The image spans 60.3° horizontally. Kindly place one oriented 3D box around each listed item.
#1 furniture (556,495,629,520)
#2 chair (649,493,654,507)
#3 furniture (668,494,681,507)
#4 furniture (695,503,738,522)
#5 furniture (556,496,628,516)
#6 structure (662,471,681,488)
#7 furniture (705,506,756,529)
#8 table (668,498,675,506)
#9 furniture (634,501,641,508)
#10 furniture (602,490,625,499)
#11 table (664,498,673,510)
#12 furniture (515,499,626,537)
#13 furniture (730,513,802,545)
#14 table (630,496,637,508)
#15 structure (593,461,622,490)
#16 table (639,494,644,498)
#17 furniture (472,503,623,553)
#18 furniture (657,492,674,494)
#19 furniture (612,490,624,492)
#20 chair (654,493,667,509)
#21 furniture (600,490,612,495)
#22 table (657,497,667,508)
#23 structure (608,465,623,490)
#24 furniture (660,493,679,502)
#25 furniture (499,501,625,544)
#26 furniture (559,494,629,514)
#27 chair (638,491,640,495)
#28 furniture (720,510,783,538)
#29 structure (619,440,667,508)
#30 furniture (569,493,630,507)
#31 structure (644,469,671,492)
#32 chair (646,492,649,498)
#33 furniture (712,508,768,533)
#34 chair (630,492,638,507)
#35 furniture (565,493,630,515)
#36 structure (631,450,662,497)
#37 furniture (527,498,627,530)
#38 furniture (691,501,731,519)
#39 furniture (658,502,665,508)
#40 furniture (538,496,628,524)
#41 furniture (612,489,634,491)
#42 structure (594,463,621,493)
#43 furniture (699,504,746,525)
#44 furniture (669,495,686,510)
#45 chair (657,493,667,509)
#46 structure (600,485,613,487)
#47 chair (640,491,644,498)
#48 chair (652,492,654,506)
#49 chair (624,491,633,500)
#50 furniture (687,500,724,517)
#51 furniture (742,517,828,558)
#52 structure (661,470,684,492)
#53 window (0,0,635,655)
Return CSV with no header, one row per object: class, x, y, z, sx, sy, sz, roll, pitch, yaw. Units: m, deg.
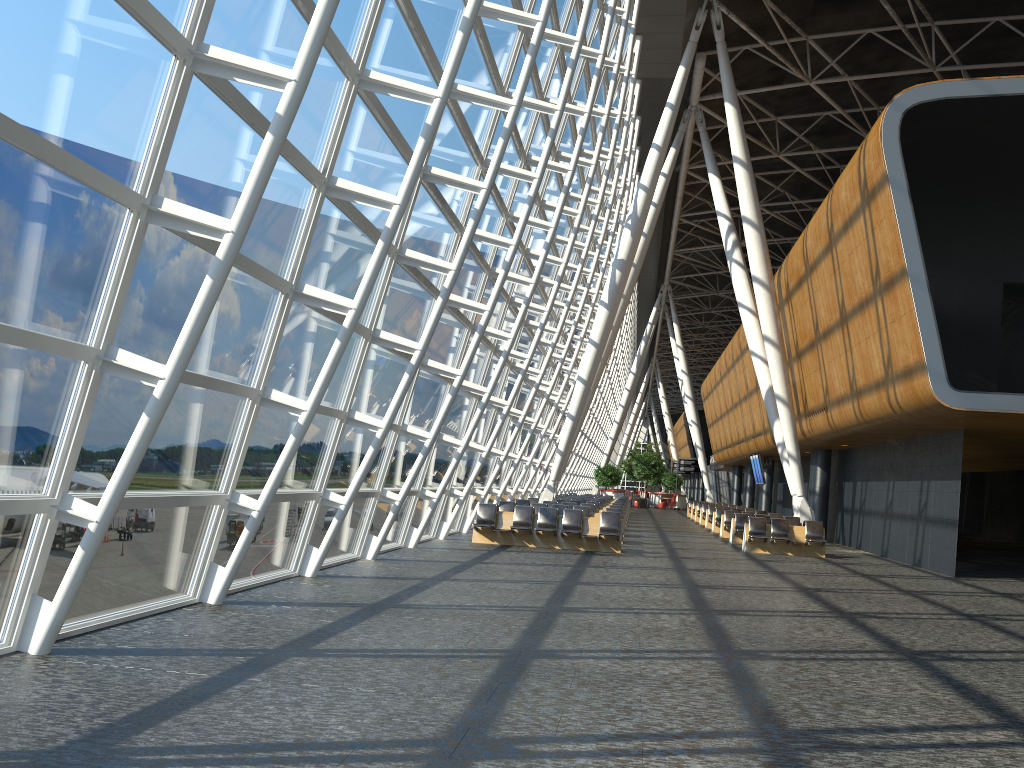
furniture,3.286,5.211,37.304,3.248,0.868,1.668,3,-5,8
chair,9.967,8.089,61.277,0.621,1.009,0.664,2,-2,43
furniture,12.235,8.800,66.666,0.887,1.005,2.845,3,-5,21
furniture,9.242,5.834,39.735,1.895,0.868,1.668,3,-5,8
furniture,2.871,4.870,34.332,3.248,0.868,1.668,3,-5,8
structure,14.131,9.175,78.424,1.890,2.992,1.932,5,-2,-34
furniture,8.412,5.153,33.793,1.895,0.868,1.668,3,-5,8
table,10.549,8.065,59.487,0.797,0.749,0.803,2,-3,24
furniture,8.177,7.851,57.477,0.445,0.459,0.442,6,-4,-39
furniture,6.864,7.674,59.158,0.891,1.005,2.831,5,-5,-24
table,10.214,7.886,57.989,0.797,0.749,0.803,2,-3,24
furniture,1.627,3.848,25.419,3.248,0.868,1.668,3,-5,8
furniture,7.168,4.131,24.879,1.895,0.868,1.668,3,-5,8
table,7.752,7.709,57.747,0.800,0.749,0.800,5,-3,-21
structure,6.507,6.824,60.550,1.922,2.966,1.865,4,-2,-18
table,10.831,9.489,72.743,0.799,0.749,0.801,4,-3,-6
furniture,0.797,3.167,19.477,3.248,0.868,1.668,3,-5,8
furniture,12.130,9.107,69.622,0.891,1.005,2.831,5,-5,-24
furniture,7.900,8.525,66.581,0.891,1.005,2.831,5,-5,-24
chair,9.955,7.849,59.018,0.663,1.009,0.621,5,-2,-37
furniture,6.759,7.981,62.114,0.887,1.005,2.845,3,-5,21
table,10.463,8.317,61.911,0.797,0.749,0.803,2,-3,24
structure,7.181,7.368,64.736,1.789,2.849,1.829,5,-2,-34
furniture,11.094,8.256,62.199,0.891,1.005,2.831,5,-5,-24
furniture,1.212,3.507,22.448,3.248,0.868,1.668,3,-5,8
furniture,3.701,5.551,40.275,3.248,0.868,1.668,3,-5,8
chair,10.937,9.862,77.429,0.661,1.009,0.623,4,-2,-7
furniture,7.583,4.472,27.850,1.895,0.868,1.668,3,-5,8
structure,8.813,6.194,60.683,3.092,4.527,5.824,3,-4,1
furniture,4.530,6.233,46.217,3.248,0.868,1.668,3,-5,8
structure,11.706,8.086,71.827,2.275,3.473,2.228,3,-2,21
chair,9.849,8.207,62.451,0.659,1.009,0.625,2,-2,43
furniture,7.998,4.812,30.821,1.895,0.868,1.668,3,-5,8
chair,7.953,7.702,58.792,0.659,1.009,0.625,2,-2,33
furniture,4.115,5.892,43.246,3.248,0.868,1.668,3,-5,8
structure,11.448,8.026,76.430,3.086,4.529,5.774,2,-4,31
furniture,2.042,4.189,28.390,3.248,0.868,1.668,3,-5,8
furniture,9.656,6.175,42.706,1.895,0.868,1.668,3,-5,8
furniture,9.792,7.973,57.689,0.442,0.459,0.445,2,-3,21
furniture,2.456,4.529,31.361,3.248,0.868,1.668,3,-5,8
furniture,9.899,9.864,78.050,2.841,1.007,0.887,8,-5,-39
structure,6.189,6.593,57.662,1.739,2.776,1.777,5,-2,-34
furniture,8.827,5.494,36.764,1.895,0.868,1.668,3,-5,8
furniture,11.199,7.949,59.243,0.887,1.005,2.845,3,-5,21
chair,10.160,7.978,60.112,0.625,1.009,0.660,5,-2,-37
structure,7.408,7.753,68.053,1.763,2.810,1.802,5,-2,-34
chair,11.122,9.485,73.767,0.661,1.009,0.623,4,-2,-7
chair,10.991,8.700,66.441,0.663,1.009,0.621,5,-2,-37
chair,7.785,7.836,60.158,0.621,1.009,0.664,2,-2,33
furniture,10.071,6.516,45.677,1.895,0.868,1.668,3,-5,8
furniture,6.753,3.790,21.908,1.895,0.868,1.668,3,-5,8
structure,12.366,8.087,68.163,1.739,2.776,1.777,5,-2,-34
window,9.642,4.116,85.667,3.716,14.001,167.061,3,-6,8
